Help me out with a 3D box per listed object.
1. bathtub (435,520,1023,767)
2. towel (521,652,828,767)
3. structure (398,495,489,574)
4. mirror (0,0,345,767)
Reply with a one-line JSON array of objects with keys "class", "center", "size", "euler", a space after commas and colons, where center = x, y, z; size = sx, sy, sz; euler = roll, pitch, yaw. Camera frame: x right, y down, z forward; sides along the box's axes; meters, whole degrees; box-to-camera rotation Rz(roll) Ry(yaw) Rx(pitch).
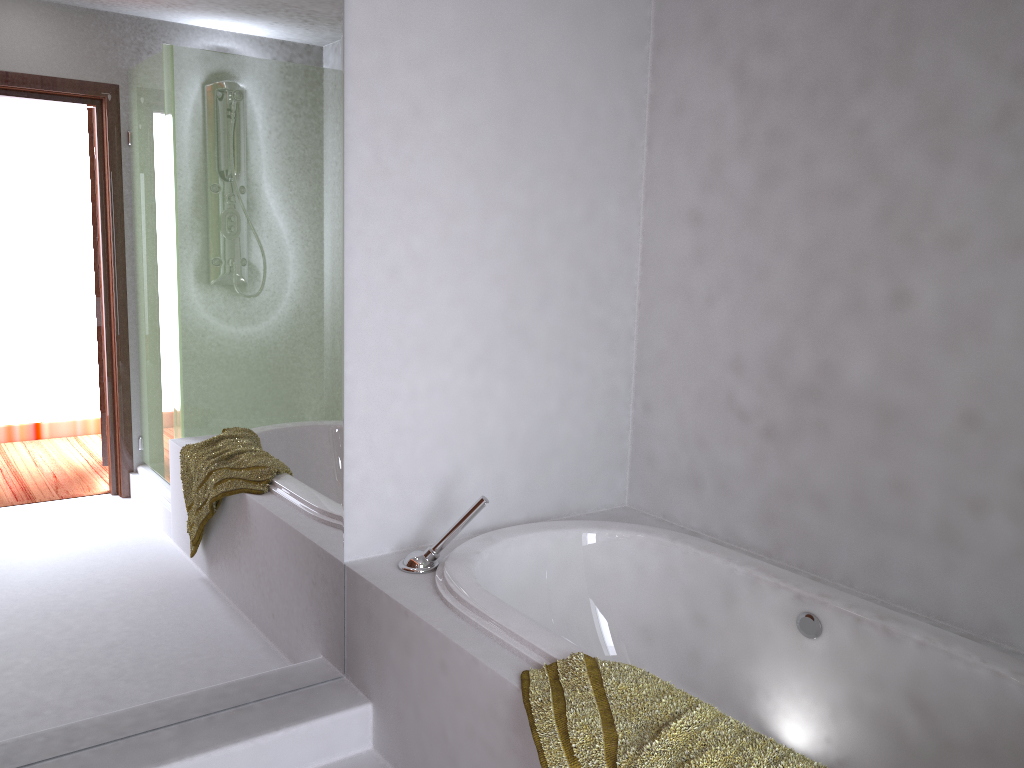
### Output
[{"class": "bathtub", "center": [0.473, 0.754, 2.028], "size": [0.881, 0.424, 1.683], "euler": [-5, 11, -35]}, {"class": "towel", "center": [0.337, 0.808, 1.531], "size": [0.349, 0.452, 0.890], "euler": [-6, 12, -41]}, {"class": "structure", "center": [-0.186, 0.413, 2.391], "size": [0.239, 0.257, 0.112], "euler": [1, 9, -5]}, {"class": "mirror", "center": [-1.015, -0.228, 1.859], "size": [1.433, 2.183, 0.019], "euler": [-5, 11, -35]}]
